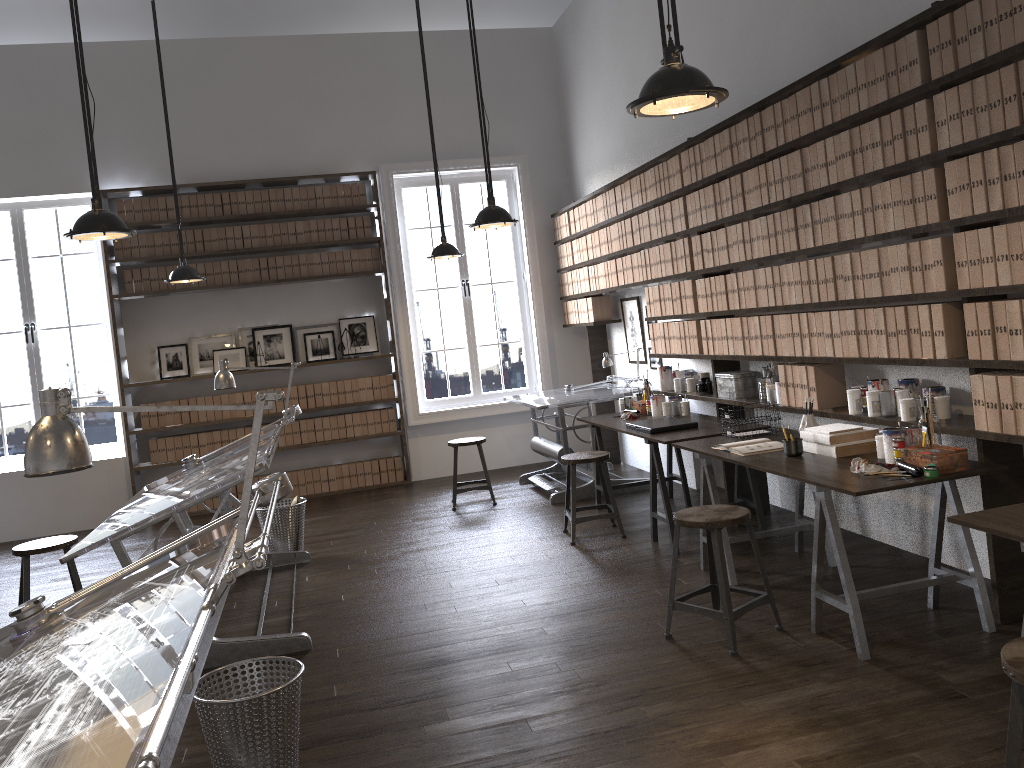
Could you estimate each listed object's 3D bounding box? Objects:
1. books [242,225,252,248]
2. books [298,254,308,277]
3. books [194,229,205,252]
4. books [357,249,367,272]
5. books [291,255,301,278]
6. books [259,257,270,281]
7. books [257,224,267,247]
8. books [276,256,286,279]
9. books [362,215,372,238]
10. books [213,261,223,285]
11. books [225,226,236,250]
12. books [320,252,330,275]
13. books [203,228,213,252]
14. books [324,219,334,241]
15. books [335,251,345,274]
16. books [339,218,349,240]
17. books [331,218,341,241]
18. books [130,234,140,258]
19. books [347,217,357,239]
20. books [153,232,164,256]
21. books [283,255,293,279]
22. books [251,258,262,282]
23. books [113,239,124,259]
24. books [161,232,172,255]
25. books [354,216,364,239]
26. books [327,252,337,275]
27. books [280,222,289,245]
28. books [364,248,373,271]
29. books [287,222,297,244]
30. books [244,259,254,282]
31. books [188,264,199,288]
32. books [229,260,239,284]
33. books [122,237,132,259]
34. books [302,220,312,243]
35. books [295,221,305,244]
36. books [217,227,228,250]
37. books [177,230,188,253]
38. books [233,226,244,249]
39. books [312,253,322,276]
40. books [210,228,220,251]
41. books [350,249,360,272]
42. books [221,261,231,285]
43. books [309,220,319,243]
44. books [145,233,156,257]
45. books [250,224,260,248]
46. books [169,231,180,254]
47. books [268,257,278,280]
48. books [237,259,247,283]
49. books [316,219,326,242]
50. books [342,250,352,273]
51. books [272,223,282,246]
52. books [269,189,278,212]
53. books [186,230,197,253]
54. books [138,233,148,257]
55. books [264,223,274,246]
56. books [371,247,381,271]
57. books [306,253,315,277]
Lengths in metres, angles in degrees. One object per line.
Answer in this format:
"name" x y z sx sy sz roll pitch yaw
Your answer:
"books" -2.483 -1.365 8.307 0.067 0.225 0.174 -7 2 -13
"books" -1.984 -1.114 8.418 0.067 0.225 0.174 -7 2 -13
"books" -2.891 -1.314 8.213 0.067 0.225 0.174 -7 2 -13
"books" -1.450 -1.182 8.540 0.067 0.225 0.174 -7 2 -13
"books" -2.050 -1.106 8.408 0.067 0.225 0.174 -7 2 -13
"books" -2.328 -1.071 8.339 0.067 0.225 0.174 -7 2 -13
"books" -2.352 -1.382 8.341 0.067 0.225 0.174 -7 2 -13
"books" -2.187 -1.089 8.373 0.067 0.225 0.174 -7 2 -13
"books" -1.399 -1.503 8.559 0.067 0.225 0.174 -7 2 -13
"books" -2.734 -1.020 8.252 0.067 0.225 0.174 -7 2 -13
"books" -2.624 -1.347 8.273 0.067 0.225 0.174 -7 2 -13
"books" -1.788 -1.139 8.464 0.067 0.225 0.174 -7 2 -13
"books" -2.821 -1.323 8.235 0.067 0.225 0.174 -7 2 -13
"books" -1.755 -1.458 8.480 0.067 0.225 0.174 -7 2 -13
"books" -1.654 -1.157 8.501 0.067 0.225 0.174 -7 2 -13
"books" -1.617 -1.475 8.512 0.067 0.225 0.174 -7 2 -13
"books" -1.685 -1.466 8.491 0.067 0.225 0.174 -7 2 -13
"books" -3.431 -1.245 8.089 0.067 0.225 0.174 -7 2 -13
"books" -1.544 -1.484 8.523 0.067 0.225 0.174 -7 2 -13
"books" -3.235 -1.270 8.133 0.067 0.225 0.174 -7 2 -13
"books" -2.119 -1.098 8.393 0.067 0.225 0.174 -7 2 -13
"books" -2.401 -1.062 8.328 0.067 0.225 0.174 -7 2 -13
"books" -3.568 -1.228 8.064 0.067 0.225 0.174 -7 2 -13
"books" -3.171 -1.278 8.154 0.067 0.225 0.174 -7 2 -13
"books" -1.473 -1.494 8.545 0.067 0.225 0.174 -7 2 -13
"books" -1.721 -1.148 8.483 0.067 0.225 0.174 -7 2 -13
"books" -2.152 -1.408 8.387 0.067 0.225 0.174 -7 2 -13
"books" -1.390 -1.190 8.558 0.067 0.225 0.174 -7 2 -13
"books" -2.083 -1.416 8.399 0.067 0.225 0.174 -7 2 -13
"books" -2.464 -1.054 8.311 0.067 0.225 0.174 -7 2 -13
"books" -2.939 -0.994 8.201 0.067 0.225 0.174 -7 2 -13
"books" -2.594 -1.037 8.277 0.067 0.225 0.174 -7 2 -13
"books" -3.500 -1.237 8.078 0.067 0.225 0.174 -7 2 -13
"books" -1.953 -1.433 8.433 0.067 0.225 0.174 -7 2 -13
"books" -2.014 -1.425 8.417 0.067 0.225 0.174 -7 2 -13
"books" -2.695 -1.338 8.257 0.067 0.225 0.174 -7 2 -13
"books" -3.033 -1.296 8.182 0.067 0.225 0.174 -7 2 -13
"books" -2.555 -1.356 8.293 0.067 0.225 0.174 -7 2 -13
"books" -1.859 -1.131 8.449 0.067 0.225 0.174 -7 2 -13
"books" -2.757 -1.331 8.247 0.067 0.225 0.174 -7 2 -13
"books" -1.514 -1.174 8.525 0.067 0.225 0.174 -7 2 -13
"books" -2.665 -1.028 8.264 0.067 0.225 0.174 -7 2 -13
"books" -1.887 -1.441 8.443 0.067 0.225 0.174 -7 2 -13
"books" -3.301 -1.262 8.123 0.067 0.225 0.174 -7 2 -13
"books" -2.413 -1.374 8.325 0.067 0.225 0.174 -7 2 -13
"books" -3.102 -1.287 8.170 0.067 0.225 0.174 -7 2 -13
"books" -2.257 -1.080 8.362 0.067 0.225 0.174 -7 2 -13
"books" -2.524 -1.046 8.293 0.067 0.225 0.174 -7 2 -13
"books" -1.823 -1.449 8.464 0.067 0.225 0.174 -7 2 -13
"books" -1.585 -1.165 8.512 0.067 0.225 0.174 -7 2 -13
"books" -2.220 -1.399 8.374 0.067 0.225 0.174 -7 2 -13
"books" -2.248 -1.716 8.368 0.067 0.225 0.174 -7 2 -13
"books" -2.965 -1.305 8.202 0.067 0.225 0.174 -7 2 -13
"books" -3.361 -1.254 8.107 0.067 0.225 0.174 -7 2 -13
"books" -2.286 -1.390 8.351 0.067 0.225 0.174 -7 2 -13
"books" -1.322 -1.199 8.575 0.067 0.225 0.174 -7 2 -13
"books" -1.920 -1.123 8.437 0.067 0.225 0.174 -7 2 -13
